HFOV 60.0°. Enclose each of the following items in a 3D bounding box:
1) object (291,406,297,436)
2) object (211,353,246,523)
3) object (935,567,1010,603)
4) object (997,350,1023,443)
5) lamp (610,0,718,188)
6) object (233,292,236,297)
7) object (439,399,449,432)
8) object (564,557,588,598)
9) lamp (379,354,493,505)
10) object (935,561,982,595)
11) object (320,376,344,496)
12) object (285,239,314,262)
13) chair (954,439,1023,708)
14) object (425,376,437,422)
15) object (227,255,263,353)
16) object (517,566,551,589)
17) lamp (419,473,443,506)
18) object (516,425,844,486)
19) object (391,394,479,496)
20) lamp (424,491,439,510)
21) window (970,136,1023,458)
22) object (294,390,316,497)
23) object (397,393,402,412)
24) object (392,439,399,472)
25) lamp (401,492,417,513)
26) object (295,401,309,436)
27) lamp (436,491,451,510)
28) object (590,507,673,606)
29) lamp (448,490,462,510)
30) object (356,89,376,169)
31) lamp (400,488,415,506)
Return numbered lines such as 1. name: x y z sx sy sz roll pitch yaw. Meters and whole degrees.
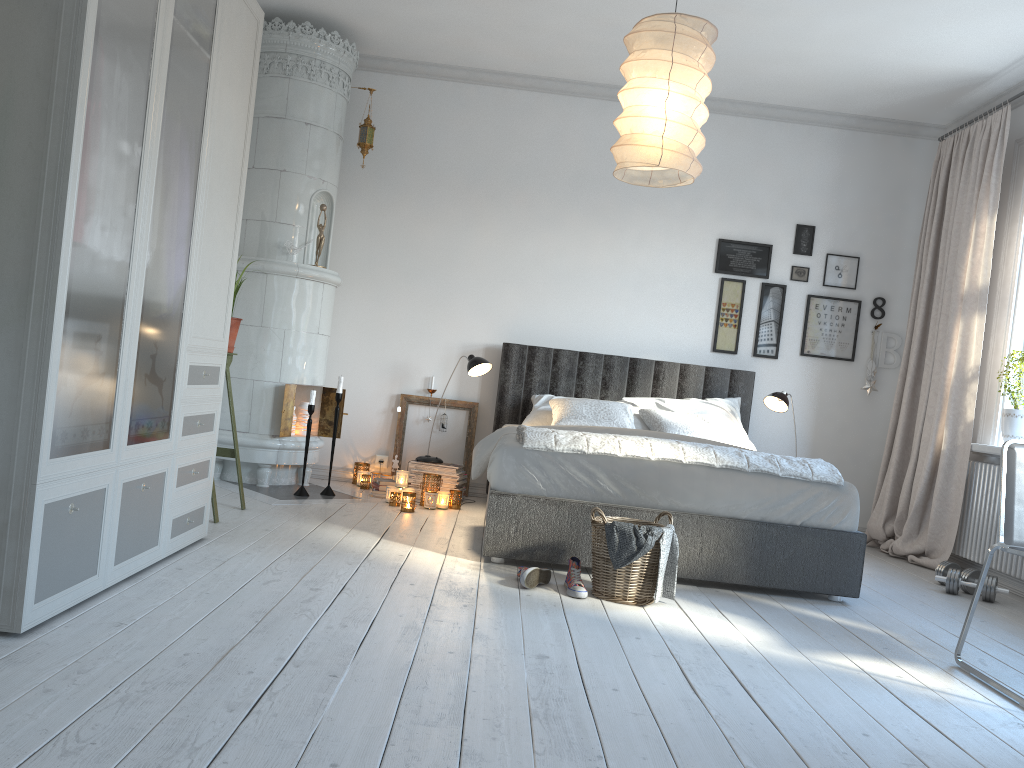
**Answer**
1. object: -1.362 0.223 5.410 0.093 0.180 0.093 7 1 3
2. object: -1.515 0.222 4.248 0.431 0.775 0.671 7 1 -1
3. object: 2.269 0.992 4.378 0.328 0.129 0.129 7 1 34
4. object: 2.782 0.068 4.793 0.217 0.574 0.384 6 1 -20
5. lamp: 0.585 -1.360 3.192 0.338 1.231 0.341 7 1 30
6. object: -1.424 -0.343 4.241 0.234 0.370 0.258 7 1 11
7. object: -0.450 0.207 5.954 0.062 0.228 0.063 7 1 23
8. object: 0.258 0.763 3.490 0.083 0.122 0.222 7 0 -1
9. lamp: -0.529 0.256 5.625 0.825 0.936 0.450 7 1 17
10. object: 2.308 0.996 4.563 0.129 0.129 0.328 6 0 -16
11. object: -1.053 0.302 5.262 0.091 0.718 0.091 7 1 8
12. object: -1.268 -0.796 5.255 0.059 0.165 0.196 8 1 44
13. chair: 1.852 0.606 2.806 0.562 0.798 0.524 7 1 -1
14. object: -0.545 0.101 5.966 0.067 0.320 0.067 6 1 -42
15. object: -1.413 -0.407 4.448 0.334 0.499 0.300 6 1 -18
16. object: 0.058 0.757 3.533 0.120 0.084 0.222 7 0 28
17. lamp: -0.485 0.637 5.311 0.117 0.188 0.122 7 1 42
18. object: 0.744 0.310 4.021 1.460 0.104 0.405 7 0 -1
19. object: -0.521 0.408 5.948 0.528 0.630 0.082 7 1 -1
20. lamp: -0.475 0.683 5.199 0.080 0.098 0.081 7 1 33
21. window: 4.563 -0.441 7.770 11.966 7.012 7.977 7 1 -1
22. object: -1.181 0.336 5.120 0.091 0.622 0.091 6 1 -23
23. object: -0.754 0.124 5.948 0.024 0.127 0.023 6 1 -17
24. object: -0.764 0.478 5.925 0.062 0.220 0.028 7 1 -6
25. lamp: -0.584 0.667 5.006 0.081 0.106 0.081 6 1 -24
26. object: -1.292 0.216 5.501 0.098 0.210 0.098 7 1 -2
27. lamp: -0.409 0.691 5.256 0.080 0.098 0.081 7 1 33
28. object: 0.456 0.669 3.496 0.319 0.351 0.319 7 1 31
29. lamp: -0.342 0.694 5.324 0.080 0.107 0.080 6 1 -28
30. object: -0.922 -1.618 5.640 0.117 0.506 0.105 6 1 -27
31. lamp: -0.618 0.666 5.237 0.080 0.098 0.081 7 1 33
